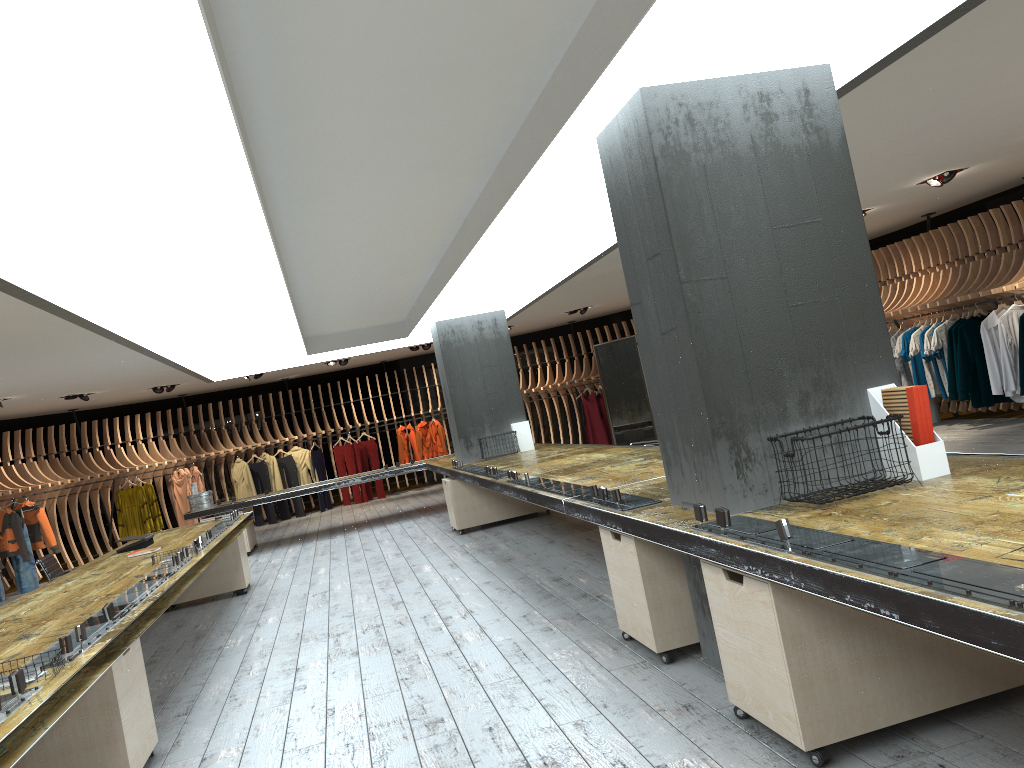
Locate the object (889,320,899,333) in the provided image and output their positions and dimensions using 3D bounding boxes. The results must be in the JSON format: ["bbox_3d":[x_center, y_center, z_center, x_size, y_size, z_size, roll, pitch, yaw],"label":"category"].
[{"bbox_3d":[5.137,-0.726,11.918,0.525,0.270,0.012,-11,-2,3],"label":"object"}]

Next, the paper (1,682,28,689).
[{"bbox_3d":[-1.741,1.039,3.071,0.176,0.003,0.130,-11,-1,-14],"label":"paper"}]

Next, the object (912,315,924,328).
[{"bbox_3d":[5.247,-0.757,11.452,0.525,0.270,0.012,-12,-2,13],"label":"object"}]

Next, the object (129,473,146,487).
[{"bbox_3d":[-6.540,1.695,15.475,0.524,0.270,0.012,-12,-2,18],"label":"object"}]

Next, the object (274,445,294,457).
[{"bbox_3d":[-4.506,1.323,17.246,0.525,0.270,0.012,-12,-2,13],"label":"object"}]

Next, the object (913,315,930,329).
[{"bbox_3d":[5.238,-0.752,11.313,0.523,0.289,0.015,-11,-2,-2],"label":"object"}]

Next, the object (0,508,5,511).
[{"bbox_3d":[-7.642,1.867,13.168,0.525,0.270,0.012,-12,-2,8],"label":"object"}]

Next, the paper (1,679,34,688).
[{"bbox_3d":[-1.730,1.033,3.078,0.176,0.004,0.130,-11,-1,-7],"label":"paper"}]

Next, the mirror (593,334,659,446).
[{"bbox_3d":[2.106,0.234,10.987,2.108,1.893,0.443,-12,-2,29],"label":"mirror"}]

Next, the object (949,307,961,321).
[{"bbox_3d":[5.365,-0.788,10.744,0.524,0.284,0.014,-11,-2,-2],"label":"object"}]

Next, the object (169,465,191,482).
[{"bbox_3d":[-6.041,1.604,16.068,0.524,0.270,0.012,-12,-2,23],"label":"object"}]

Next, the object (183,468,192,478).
[{"bbox_3d":[-5.959,1.590,16.154,0.012,0.270,0.524,-9,-2,-42],"label":"object"}]

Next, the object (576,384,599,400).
[{"bbox_3d":[1.482,0.125,17.422,0.525,0.270,0.012,-11,-2,-12],"label":"object"}]

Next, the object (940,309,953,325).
[{"bbox_3d":[5.344,-0.791,10.916,0.526,0.270,0.012,-11,-2,-27],"label":"object"}]

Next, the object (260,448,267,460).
[{"bbox_3d":[-4.772,1.374,17.104,0.524,0.270,0.012,-12,-2,33],"label":"object"}]

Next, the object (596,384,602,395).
[{"bbox_3d":[1.718,0.076,17.304,0.012,0.270,0.524,-11,-2,-17],"label":"object"}]

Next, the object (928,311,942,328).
[{"bbox_3d":[5.326,-0.774,11.134,0.524,0.291,0.013,-11,-2,-17],"label":"object"}]

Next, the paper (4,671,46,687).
[{"bbox_3d":[-1.730,1.032,3.078,0.176,0.004,0.130,-11,-1,-6],"label":"paper"}]

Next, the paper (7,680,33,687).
[{"bbox_3d":[-1.730,1.034,3.078,0.176,0.004,0.130,-11,-1,-8],"label":"paper"}]

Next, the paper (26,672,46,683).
[{"bbox_3d":[-1.730,1.035,3.078,0.176,0.004,0.130,-11,-1,-3],"label":"paper"}]

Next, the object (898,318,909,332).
[{"bbox_3d":[5.189,-0.740,11.752,0.526,0.270,0.012,-11,-2,-27],"label":"object"}]

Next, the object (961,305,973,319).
[{"bbox_3d":[5.421,-0.808,10.567,0.525,0.270,0.012,-11,-2,-12],"label":"object"}]

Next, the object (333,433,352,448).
[{"bbox_3d":[-3.415,1.113,17.750,0.524,0.270,0.012,-12,-2,33],"label":"object"}]

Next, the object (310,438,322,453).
[{"bbox_3d":[-3.903,1.205,17.558,0.012,0.270,0.525,-12,-1,13],"label":"object"}]

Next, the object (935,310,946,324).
[{"bbox_3d":[5.337,-0.776,11.030,0.525,0.285,0.013,-11,-2,-17],"label":"object"}]

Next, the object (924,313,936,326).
[{"bbox_3d":[5.285,-0.770,11.215,0.525,0.270,0.012,-11,-2,-7],"label":"object"}]

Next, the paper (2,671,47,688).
[{"bbox_3d":[-1.730,1.033,3.078,0.176,0.004,0.130,-11,-1,-5],"label":"paper"}]

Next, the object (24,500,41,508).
[{"bbox_3d":[-7.489,1.844,13.688,0.524,0.270,0.012,-12,-2,18],"label":"object"}]

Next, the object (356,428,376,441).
[{"bbox_3d":[-2.985,1.030,17.876,0.524,0.270,0.012,-12,-2,28],"label":"object"}]

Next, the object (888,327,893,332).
[{"bbox_3d":[5.102,-0.717,12.050,0.525,0.270,0.012,-11,-2,-22],"label":"object"}]

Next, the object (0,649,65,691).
[{"bbox_3d":[-1.732,1.011,3.078,0.302,0.074,0.216,-11,-1,-18],"label":"object"}]

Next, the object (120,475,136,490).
[{"bbox_3d":[-6.641,1.712,15.323,0.524,0.270,0.012,-12,-2,18],"label":"object"}]

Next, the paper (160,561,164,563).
[{"bbox_3d":[-2.363,1.226,6.225,0.176,0.004,0.130,-11,-1,-6],"label":"paper"}]

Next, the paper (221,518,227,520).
[{"bbox_3d":[-3.048,1.437,9.518,0.176,0.003,0.130,-11,-1,-14],"label":"paper"}]

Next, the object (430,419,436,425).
[{"bbox_3d":[-1.603,0.757,18.089,0.012,0.270,0.524,-10,-2,-32],"label":"object"}]

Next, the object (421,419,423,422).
[{"bbox_3d":[-1.826,0.802,18.076,0.012,0.270,0.525,-12,-2,18],"label":"object"}]

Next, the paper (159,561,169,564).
[{"bbox_3d":[-2.374,1.232,6.217,0.176,0.003,0.130,-11,-1,-14],"label":"paper"}]

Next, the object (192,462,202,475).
[{"bbox_3d":[-5.834,1.567,16.257,0.524,0.270,0.012,-13,-2,43],"label":"object"}]

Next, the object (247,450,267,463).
[{"bbox_3d":[-4.932,1.403,16.989,0.524,0.270,0.012,-12,-2,23],"label":"object"}]

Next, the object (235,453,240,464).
[{"bbox_3d":[-5.185,1.451,16.816,0.524,0.270,0.012,-13,-2,43],"label":"object"}]

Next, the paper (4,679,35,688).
[{"bbox_3d":[-1.730,1.035,3.078,0.176,0.004,0.130,-11,-1,-10],"label":"paper"}]

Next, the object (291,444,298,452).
[{"bbox_3d":[-4.242,1.272,17.402,0.525,0.270,0.012,-12,-2,13],"label":"object"}]

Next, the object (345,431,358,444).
[{"bbox_3d":[-3.258,1.083,17.798,0.012,0.270,0.524,-9,-2,-42],"label":"object"}]
